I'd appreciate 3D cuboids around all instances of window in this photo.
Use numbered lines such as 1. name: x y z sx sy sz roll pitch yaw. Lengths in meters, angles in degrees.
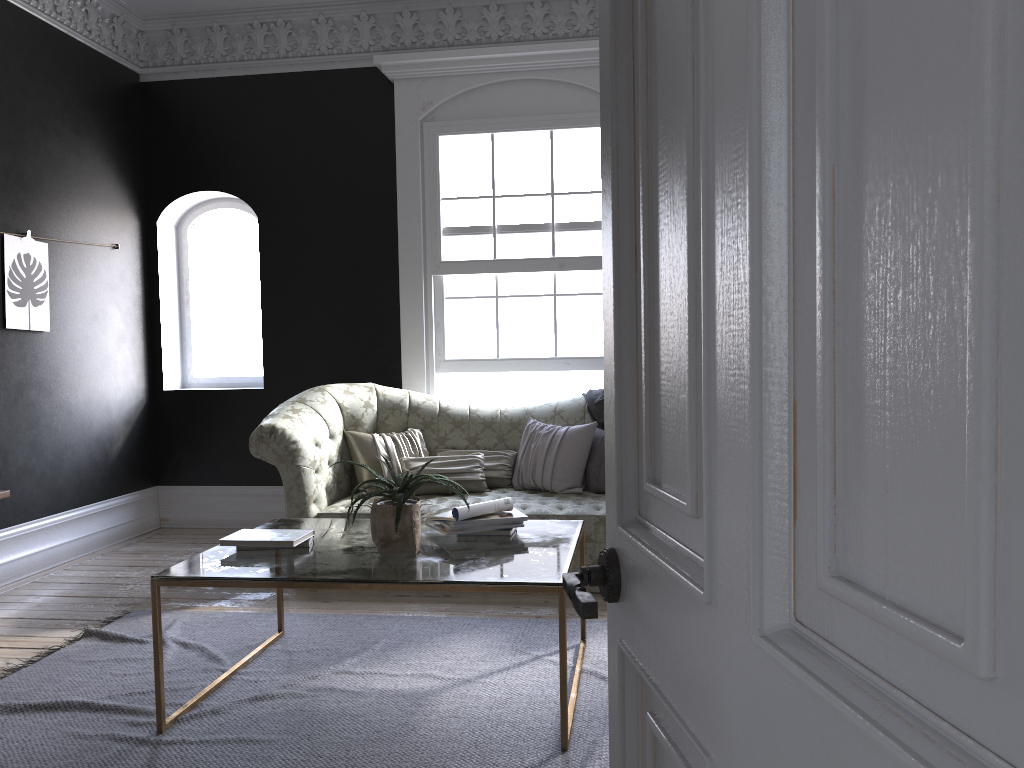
1. window: 0.091 -1.001 6.448 1.263 1.673 0.056 -1 3 8
2. window: -2.291 -0.737 7.209 0.740 1.458 0.112 -1 3 8

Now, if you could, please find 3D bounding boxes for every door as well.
1. door: 0.211 0.091 0.813 0.216 2.376 1.097 -1 3 -5

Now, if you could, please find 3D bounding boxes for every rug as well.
1. rug: -0.432 1.188 3.400 3.645 0.050 2.104 -1 2 9

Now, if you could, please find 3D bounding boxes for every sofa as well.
1. sofa: -0.048 0.567 5.677 2.813 1.162 1.604 -1 2 9

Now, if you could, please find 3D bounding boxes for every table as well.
1. table: -0.463 0.917 3.541 1.449 0.559 1.091 -1 2 8

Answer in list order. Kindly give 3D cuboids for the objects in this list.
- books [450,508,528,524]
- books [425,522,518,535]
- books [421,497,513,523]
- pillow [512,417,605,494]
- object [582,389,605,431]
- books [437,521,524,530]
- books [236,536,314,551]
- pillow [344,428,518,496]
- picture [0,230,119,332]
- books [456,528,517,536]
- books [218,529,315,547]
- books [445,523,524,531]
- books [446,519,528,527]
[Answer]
1. books: -0.120 0.551 3.728 0.318 0.011 0.252 -2 2 -15
2. books: -0.172 0.595 3.738 0.318 0.011 0.252 -2 2 -25
3. books: -0.200 0.540 3.729 0.273 0.109 0.322 1 3 43
4. pillow: 0.456 0.452 5.551 0.964 0.462 0.404 -1 3 16
5. object: 0.913 0.262 5.628 0.517 0.585 1.366 -3 3 -33
6. books: -0.144 0.573 3.740 0.318 0.011 0.252 -2 2 -20
7. books: -0.953 0.632 3.573 0.289 0.030 0.193 -1 2 -8
8. pillow: -0.537 0.488 5.670 1.105 0.416 0.528 -1 2 8
9. picture: -3.187 -0.558 4.310 0.058 0.772 4.453 -1 2 8
10. books: -0.105 0.610 3.735 0.231 0.023 0.162 -1 2 9
11. books: -0.966 0.607 3.507 0.307 0.024 0.220 -1 2 8
12. books: -0.128 0.583 3.741 0.318 0.011 0.252 -1 2 -10
13. books: -0.128 0.562 3.731 0.318 0.011 0.252 -2 2 -20
